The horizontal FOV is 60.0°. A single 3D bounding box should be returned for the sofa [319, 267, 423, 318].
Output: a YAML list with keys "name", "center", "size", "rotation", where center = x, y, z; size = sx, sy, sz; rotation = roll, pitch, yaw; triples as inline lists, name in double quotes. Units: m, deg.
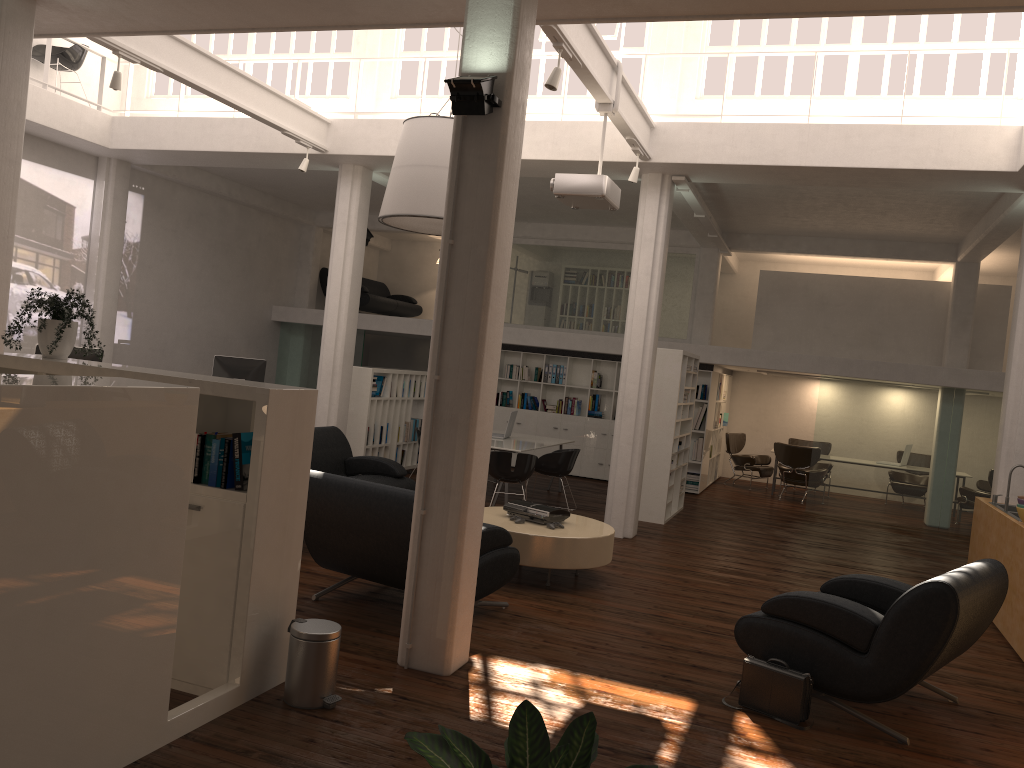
- name: "sofa"
  center: [-3.607, -2.225, 23.037]
  size: [1.467, 1.119, 3.087]
  rotation: [6, 1, 19]

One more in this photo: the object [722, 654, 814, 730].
- name: "object"
  center: [1.796, 2.087, 6.134]
  size: [0.618, 0.376, 0.271]
  rotation: [7, 2, 35]

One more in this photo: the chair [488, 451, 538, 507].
- name: "chair"
  center: [-0.049, 1.431, 12.622]
  size: [0.795, 1.004, 0.757]
  rotation: [6, 1, -6]

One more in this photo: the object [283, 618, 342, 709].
- name: "object"
  center: [-1.230, 1.734, 5.516]
  size: [0.415, 0.465, 0.311]
  rotation: [6, 1, 2]

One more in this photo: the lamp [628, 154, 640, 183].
- name: "lamp"
  center: [1.524, -2.674, 11.013]
  size: [0.136, 0.357, 0.117]
  rotation: [7, 1, 25]

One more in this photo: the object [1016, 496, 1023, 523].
- name: "object"
  center: [5.168, 1.238, 8.736]
  size: [0.299, 0.332, 0.331]
  rotation: [5, 1, -25]

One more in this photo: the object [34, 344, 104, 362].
- name: "object"
  center: [-5.921, -0.061, 11.802]
  size: [0.347, 0.888, 0.886]
  rotation: [7, 2, 39]

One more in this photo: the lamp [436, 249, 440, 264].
- name: "lamp"
  center: [-0.807, -3.164, 22.768]
  size: [2.635, 0.513, 0.447]
  rotation: [7, 1, 29]

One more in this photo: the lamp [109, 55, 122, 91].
- name: "lamp"
  center: [-4.105, -3.231, 9.226]
  size: [0.136, 0.357, 0.117]
  rotation: [7, 1, 25]

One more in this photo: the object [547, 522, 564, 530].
- name: "object"
  center: [0.407, 1.436, 9.211]
  size: [0.231, 0.099, 0.193]
  rotation: [7, 2, 42]

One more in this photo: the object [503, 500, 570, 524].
- name: "object"
  center: [0.266, 1.380, 9.559]
  size: [0.558, 0.163, 0.471]
  rotation: [7, 2, 39]

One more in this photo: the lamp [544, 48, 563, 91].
- name: "lamp"
  center: [0.362, -2.722, 7.662]
  size: [0.136, 0.357, 0.117]
  rotation: [6, 1, 13]

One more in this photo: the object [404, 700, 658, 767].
- name: "object"
  center: [0.024, 1.684, 3.204]
  size: [1.327, 0.936, 1.240]
  rotation: [5, 1, -31]

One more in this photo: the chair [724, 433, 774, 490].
- name: "chair"
  center: [5.342, 1.739, 20.101]
  size: [0.991, 1.183, 0.994]
  rotation: [7, 2, 39]

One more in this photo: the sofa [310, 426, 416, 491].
- name: "sofa"
  center: [-2.402, 1.172, 10.437]
  size: [1.467, 1.119, 3.087]
  rotation: [6, 1, 19]

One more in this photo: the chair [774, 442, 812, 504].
- name: "chair"
  center: [5.986, 1.844, 18.464]
  size: [0.994, 1.183, 0.991]
  rotation: [7, 2, 34]

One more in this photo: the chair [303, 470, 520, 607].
- name: "chair"
  center: [-0.887, 1.386, 7.780]
  size: [1.454, 1.130, 1.481]
  rotation: [7, 1, 30]

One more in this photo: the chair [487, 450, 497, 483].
- name: "chair"
  center: [-0.726, 1.276, 16.373]
  size: [0.795, 1.004, 0.757]
  rotation: [5, 2, -36]

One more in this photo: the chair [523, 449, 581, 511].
- name: "chair"
  center: [0.637, 1.476, 13.858]
  size: [0.757, 1.004, 0.795]
  rotation: [6, 1, 14]

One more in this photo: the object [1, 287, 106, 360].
- name: "object"
  center: [-3.173, -0.432, 6.228]
  size: [0.646, 0.504, 0.709]
  rotation: [5, 2, -40]

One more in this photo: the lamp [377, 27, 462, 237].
- name: "lamp"
  center: [-0.583, -3.873, 9.875]
  size: [1.386, 4.284, 1.386]
  rotation: [7, 2, 33]

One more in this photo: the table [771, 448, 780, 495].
- name: "table"
  center: [7.485, 2.122, 18.840]
  size: [3.900, 0.947, 1.040]
  rotation: [6, 1, 19]

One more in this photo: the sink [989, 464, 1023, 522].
- name: "sink"
  center: [5.709, 1.287, 9.699]
  size: [0.596, 0.774, 1.757]
  rotation: [6, 1, 19]

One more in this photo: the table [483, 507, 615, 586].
- name: "table"
  center: [0.264, 1.752, 9.520]
  size: [1.616, 0.570, 1.616]
  rotation: [6, 1, 12]

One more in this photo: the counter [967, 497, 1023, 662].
- name: "counter"
  center: [4.989, 1.975, 7.857]
  size: [0.689, 1.141, 6.858]
  rotation: [6, 1, 19]

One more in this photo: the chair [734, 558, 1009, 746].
- name: "chair"
  center: [2.659, 1.789, 6.583]
  size: [1.481, 1.130, 1.454]
  rotation: [7, 2, 40]

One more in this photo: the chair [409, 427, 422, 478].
- name: "chair"
  center: [-1.265, 1.256, 14.703]
  size: [0.757, 1.004, 0.795]
  rotation: [6, 1, 19]

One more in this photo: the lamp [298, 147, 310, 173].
- name: "lamp"
  center: [-2.948, -3.183, 12.565]
  size: [0.136, 0.357, 0.117]
  rotation: [6, 1, 13]

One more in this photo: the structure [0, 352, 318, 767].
- name: "structure"
  center: [-3.609, 0.787, 4.073]
  size: [3.131, 1.914, 4.752]
  rotation: [6, 1, 19]

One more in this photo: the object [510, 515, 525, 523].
- name: "object"
  center: [0.059, 1.416, 9.296]
  size: [0.119, 0.062, 0.193]
  rotation: [6, 1, -20]

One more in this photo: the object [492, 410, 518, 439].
- name: "object"
  center: [-0.249, 0.668, 15.200]
  size: [0.557, 0.470, 0.702]
  rotation: [6, 1, 9]

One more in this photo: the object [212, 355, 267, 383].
- name: "object"
  center: [-4.787, -0.023, 15.506]
  size: [0.886, 0.888, 0.347]
  rotation: [5, 1, -26]

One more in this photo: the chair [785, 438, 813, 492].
- name: "chair"
  center: [6.766, 1.888, 20.221]
  size: [0.994, 1.183, 0.991]
  rotation: [6, 1, 14]
